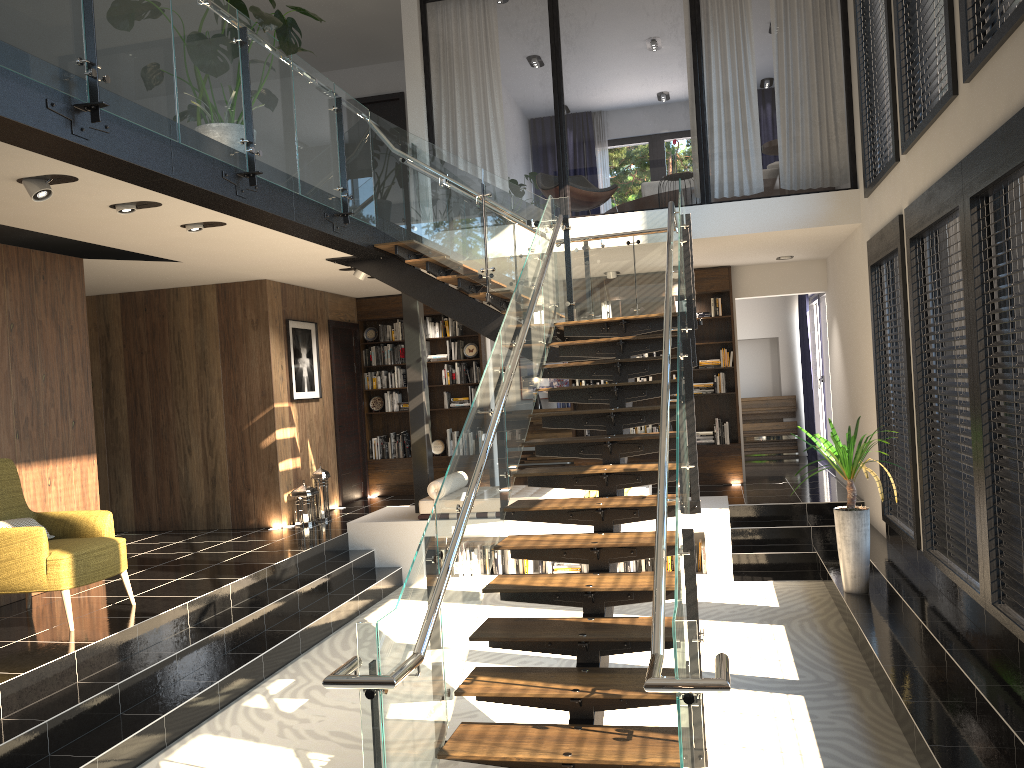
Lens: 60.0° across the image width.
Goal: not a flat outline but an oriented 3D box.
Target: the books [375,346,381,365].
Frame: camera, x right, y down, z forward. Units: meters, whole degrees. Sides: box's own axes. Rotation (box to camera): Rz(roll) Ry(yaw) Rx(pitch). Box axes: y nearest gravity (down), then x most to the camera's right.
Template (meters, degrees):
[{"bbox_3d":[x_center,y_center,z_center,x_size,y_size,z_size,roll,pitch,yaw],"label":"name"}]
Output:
[{"bbox_3d":[-1.802,-0.381,12.030,0.027,0.260,0.181,-3,0,13],"label":"books"}]

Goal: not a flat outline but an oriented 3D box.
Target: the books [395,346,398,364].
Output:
[{"bbox_3d":[-1.534,-0.388,11.983,0.024,0.242,0.144,-3,1,13],"label":"books"}]

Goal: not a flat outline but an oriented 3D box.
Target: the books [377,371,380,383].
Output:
[{"bbox_3d":[-1.799,-0.053,12.072,0.019,0.236,0.139,-3,1,13],"label":"books"}]

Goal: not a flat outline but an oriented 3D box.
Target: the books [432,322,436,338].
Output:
[{"bbox_3d":[-1.030,-0.716,11.885,0.027,0.207,0.203,-3,0,13],"label":"books"}]

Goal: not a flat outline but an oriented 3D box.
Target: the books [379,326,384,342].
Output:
[{"bbox_3d":[-1.743,-0.677,11.996,0.024,0.216,0.210,-3,0,13],"label":"books"}]

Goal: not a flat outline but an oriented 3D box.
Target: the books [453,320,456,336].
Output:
[{"bbox_3d":[-0.746,-0.739,11.838,0.037,0.218,0.144,-3,1,13],"label":"books"}]

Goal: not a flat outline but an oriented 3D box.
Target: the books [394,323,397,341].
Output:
[{"bbox_3d":[-1.536,-0.697,11.959,0.039,0.230,0.205,-3,0,13],"label":"books"}]

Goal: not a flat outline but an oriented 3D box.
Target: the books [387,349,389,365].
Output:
[{"bbox_3d":[-1.653,-0.370,12.009,0.024,0.220,0.123,-3,1,13],"label":"books"}]

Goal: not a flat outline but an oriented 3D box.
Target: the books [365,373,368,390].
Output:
[{"bbox_3d":[-1.962,-0.037,12.103,0.030,0.224,0.165,-3,0,13],"label":"books"}]

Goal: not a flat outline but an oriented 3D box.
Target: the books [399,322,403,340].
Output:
[{"bbox_3d":[-1.468,-0.708,11.955,0.020,0.245,0.228,-3,0,13],"label":"books"}]

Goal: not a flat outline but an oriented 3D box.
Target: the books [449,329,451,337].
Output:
[{"bbox_3d":[-0.795,-0.725,11.825,0.021,0.197,0.200,-3,0,13],"label":"books"}]

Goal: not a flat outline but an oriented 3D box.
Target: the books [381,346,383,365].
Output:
[{"bbox_3d":[-1.725,-0.383,12.020,0.018,0.256,0.172,-3,1,13],"label":"books"}]

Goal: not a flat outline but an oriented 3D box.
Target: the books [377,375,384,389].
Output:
[{"bbox_3d":[-1.777,-0.027,12.039,0.035,0.180,0.164,-3,0,13],"label":"books"}]

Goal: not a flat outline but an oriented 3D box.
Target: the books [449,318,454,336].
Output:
[{"bbox_3d":[-0.788,-0.778,11.784,0.017,0.302,0.266,-3,0,13],"label":"books"}]

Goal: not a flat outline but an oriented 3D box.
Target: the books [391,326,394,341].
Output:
[{"bbox_3d":[-1.590,-0.679,12.018,0.025,0.203,0.156,-3,0,13],"label":"books"}]

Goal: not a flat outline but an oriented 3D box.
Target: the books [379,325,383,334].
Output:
[{"bbox_3d":[-1.755,-0.685,12.036,0.017,0.234,0.199,-3,0,13],"label":"books"}]

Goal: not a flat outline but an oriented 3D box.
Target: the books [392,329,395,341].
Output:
[{"bbox_3d":[-1.566,-0.657,11.985,0.035,0.156,0.186,-3,0,13],"label":"books"}]

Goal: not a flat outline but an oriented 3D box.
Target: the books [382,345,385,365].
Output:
[{"bbox_3d":[-1.712,-0.388,11.998,0.019,0.264,0.175,-3,1,13],"label":"books"}]

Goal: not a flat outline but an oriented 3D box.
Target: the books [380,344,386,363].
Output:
[{"bbox_3d":[-1.742,-0.398,12.026,0.015,0.287,0.154,-3,1,13],"label":"books"}]

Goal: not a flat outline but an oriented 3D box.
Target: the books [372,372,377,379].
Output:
[{"bbox_3d":[-1.870,-0.047,12.094,0.018,0.232,0.123,-3,1,13],"label":"books"}]

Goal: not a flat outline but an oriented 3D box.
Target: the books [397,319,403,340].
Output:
[{"bbox_3d":[-1.490,-0.723,11.934,0.012,0.278,0.228,-3,0,13],"label":"books"}]

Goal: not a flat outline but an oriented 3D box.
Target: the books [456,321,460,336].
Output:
[{"bbox_3d":[-0.708,-0.763,11.780,0.013,0.262,0.217,-3,0,13],"label":"books"}]

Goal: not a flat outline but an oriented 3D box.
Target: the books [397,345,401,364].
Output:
[{"bbox_3d":[-1.509,-0.400,11.982,0.025,0.263,0.147,-3,1,13],"label":"books"}]

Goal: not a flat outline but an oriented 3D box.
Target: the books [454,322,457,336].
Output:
[{"bbox_3d":[-0.719,-0.724,11.806,0.027,0.186,0.220,-3,0,13],"label":"books"}]

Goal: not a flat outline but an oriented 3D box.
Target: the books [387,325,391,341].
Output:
[{"bbox_3d":[-1.650,-0.682,12.008,0.059,0.216,0.159,-3,0,13],"label":"books"}]

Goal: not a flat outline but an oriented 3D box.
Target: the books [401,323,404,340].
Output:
[{"bbox_3d":[-1.446,-0.704,11.961,0.020,0.235,0.206,-3,0,13],"label":"books"}]

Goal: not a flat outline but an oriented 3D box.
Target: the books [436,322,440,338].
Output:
[{"bbox_3d":[-0.970,-0.722,11.862,0.034,0.211,0.205,-3,0,13],"label":"books"}]

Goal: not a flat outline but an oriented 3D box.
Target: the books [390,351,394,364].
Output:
[{"bbox_3d":[-1.603,-0.357,11.970,0.025,0.188,0.181,-3,0,13],"label":"books"}]

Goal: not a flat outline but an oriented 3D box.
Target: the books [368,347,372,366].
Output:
[{"bbox_3d":[-1.921,-0.371,12.083,0.066,0.255,0.127,-3,1,13],"label":"books"}]

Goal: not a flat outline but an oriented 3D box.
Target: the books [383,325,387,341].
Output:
[{"bbox_3d":[-1.694,-0.683,12.011,0.026,0.222,0.202,-3,0,13],"label":"books"}]

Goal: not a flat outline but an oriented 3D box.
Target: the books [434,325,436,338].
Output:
[{"bbox_3d":[-1.000,-0.700,11.875,0.034,0.171,0.158,-3,0,13],"label":"books"}]

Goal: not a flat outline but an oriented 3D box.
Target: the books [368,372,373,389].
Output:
[{"bbox_3d":[-1.900,-0.046,12.053,0.022,0.235,0.194,-3,0,13],"label":"books"}]

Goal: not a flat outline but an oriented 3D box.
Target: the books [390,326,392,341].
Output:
[{"bbox_3d":[-1.613,-0.683,12.006,0.014,0.212,0.184,-3,0,13],"label":"books"}]

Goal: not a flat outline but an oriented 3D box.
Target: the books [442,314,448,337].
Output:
[{"bbox_3d":[-0.886,-0.773,11.812,0.015,0.303,0.251,-3,0,13],"label":"books"}]

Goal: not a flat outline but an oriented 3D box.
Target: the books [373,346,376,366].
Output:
[{"bbox_3d":[-1.827,-0.383,12.030,0.022,0.267,0.197,-3,0,13],"label":"books"}]

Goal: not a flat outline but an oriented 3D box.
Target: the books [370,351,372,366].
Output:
[{"bbox_3d":[-1.880,-0.348,12.048,0.025,0.204,0.192,-3,0,13],"label":"books"}]

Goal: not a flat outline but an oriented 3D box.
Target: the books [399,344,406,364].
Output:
[{"bbox_3d":[-1.480,-0.404,11.976,0.035,0.266,0.133,-3,1,13],"label":"books"}]

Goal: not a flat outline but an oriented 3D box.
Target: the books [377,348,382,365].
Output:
[{"bbox_3d":[-1.774,-0.374,12.004,0.039,0.243,0.179,-3,0,13],"label":"books"}]

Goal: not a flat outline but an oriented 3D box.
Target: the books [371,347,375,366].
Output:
[{"bbox_3d":[-1.853,-0.375,12.040,0.035,0.255,0.183,-3,0,13],"label":"books"}]

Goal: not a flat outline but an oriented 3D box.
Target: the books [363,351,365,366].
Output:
[{"bbox_3d":[-1.985,-0.347,12.097,0.023,0.215,0.148,-3,0,13],"label":"books"}]

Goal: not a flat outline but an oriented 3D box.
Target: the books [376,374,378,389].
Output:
[{"bbox_3d":[-1.815,-0.038,12.083,0.018,0.208,0.126,-3,1,13],"label":"books"}]

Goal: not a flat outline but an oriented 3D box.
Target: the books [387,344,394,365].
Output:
[{"bbox_3d":[-1.631,-0.398,11.988,0.033,0.273,0.189,-3,0,13],"label":"books"}]

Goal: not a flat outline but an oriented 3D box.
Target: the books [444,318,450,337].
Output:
[{"bbox_3d":[-0.836,-0.748,11.845,0.064,0.247,0.209,-3,0,13],"label":"books"}]

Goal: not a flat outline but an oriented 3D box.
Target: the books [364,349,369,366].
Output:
[{"bbox_3d":[-1.967,-0.356,12.074,0.023,0.231,0.143,-3,1,13],"label":"books"}]

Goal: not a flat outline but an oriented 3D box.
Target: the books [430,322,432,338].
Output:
[{"bbox_3d":[-1.056,-0.719,11.873,0.019,0.216,0.214,-3,0,13],"label":"books"}]

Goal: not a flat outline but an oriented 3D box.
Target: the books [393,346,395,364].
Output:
[{"bbox_3d":[-1.571,-0.385,11.999,0.028,0.240,0.148,-3,1,13],"label":"books"}]

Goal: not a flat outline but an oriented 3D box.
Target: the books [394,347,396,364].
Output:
[{"bbox_3d":[-1.553,-0.381,11.982,0.014,0.230,0.172,-3,0,13],"label":"books"}]

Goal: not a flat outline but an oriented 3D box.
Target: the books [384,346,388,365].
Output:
[{"bbox_3d":[-1.681,-0.385,12.018,0.032,0.255,0.160,-3,1,13],"label":"books"}]

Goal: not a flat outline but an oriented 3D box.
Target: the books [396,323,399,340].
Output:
[{"bbox_3d":[-1.507,-0.703,11.940,0.025,0.239,0.220,-3,0,13],"label":"books"}]

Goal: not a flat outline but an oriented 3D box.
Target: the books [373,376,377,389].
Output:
[{"bbox_3d":[-1.846,-0.017,12.069,0.037,0.169,0.148,-3,0,13],"label":"books"}]

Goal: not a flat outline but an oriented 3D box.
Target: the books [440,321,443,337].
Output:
[{"bbox_3d":[-0.930,-0.730,11.869,0.042,0.223,0.163,-3,0,13],"label":"books"}]

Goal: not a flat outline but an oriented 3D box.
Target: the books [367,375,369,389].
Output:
[{"bbox_3d":[-1.925,-0.024,12.089,0.045,0.192,0.164,-3,0,13],"label":"books"}]
